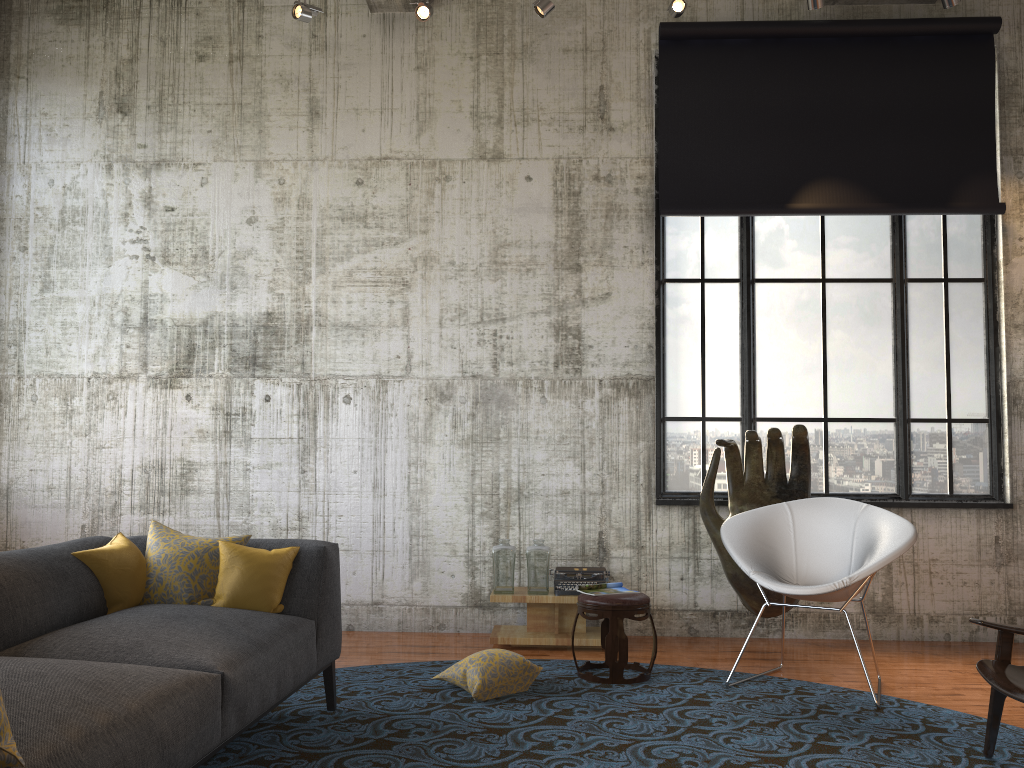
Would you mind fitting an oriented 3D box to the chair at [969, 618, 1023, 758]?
[{"bbox_3d":[2.384,1.119,3.312,1.043,0.791,0.877,1,-5,-7],"label":"chair"}]

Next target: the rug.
[{"bbox_3d":[0.148,1.477,3.110,4.852,0.009,4.852,5,-8,-41],"label":"rug"}]

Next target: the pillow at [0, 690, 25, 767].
[{"bbox_3d":[-1.323,0.637,1.940,0.537,0.445,0.261,0,-4,10],"label":"pillow"}]

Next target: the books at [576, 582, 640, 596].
[{"bbox_3d":[0.557,1.192,5.153,0.300,0.043,0.229,3,-6,-23],"label":"books"}]

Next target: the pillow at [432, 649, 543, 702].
[{"bbox_3d":[-0.103,1.545,4.744,0.504,0.247,0.482,4,-6,-31],"label":"pillow"}]

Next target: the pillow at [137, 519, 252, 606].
[{"bbox_3d":[-1.477,0.839,3.969,0.537,0.445,0.261,0,-4,10],"label":"pillow"}]

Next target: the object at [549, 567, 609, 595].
[{"bbox_3d":[0.463,1.339,6.019,0.423,0.152,0.383,0,-5,3],"label":"object"}]

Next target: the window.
[{"bbox_3d":[2.312,-0.808,6.575,2.579,3.428,0.051,0,-4,3],"label":"window"}]

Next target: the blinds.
[{"bbox_3d":[2.309,-1.945,6.477,2.443,1.461,0.151,0,-4,3],"label":"blinds"}]

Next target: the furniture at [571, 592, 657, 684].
[{"bbox_3d":[0.587,1.441,5.107,0.432,0.476,0.432,5,-6,-42],"label":"furniture"}]

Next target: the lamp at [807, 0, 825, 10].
[{"bbox_3d":[1.901,-2.441,5.550,0.102,0.250,0.165,-2,-5,28],"label":"lamp"}]

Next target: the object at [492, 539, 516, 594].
[{"bbox_3d":[-0.053,1.228,5.967,0.163,0.360,0.163,0,-4,1],"label":"object"}]

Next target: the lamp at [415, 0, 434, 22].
[{"bbox_3d":[-0.564,-2.439,5.729,0.102,0.228,0.199,0,-5,13],"label":"lamp"}]

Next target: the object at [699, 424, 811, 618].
[{"bbox_3d":[1.627,0.926,5.922,0.728,1.293,0.457,-1,-4,14],"label":"object"}]

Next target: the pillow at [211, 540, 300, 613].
[{"bbox_3d":[-1.150,0.855,3.922,0.435,0.318,0.169,3,-5,-23],"label":"pillow"}]

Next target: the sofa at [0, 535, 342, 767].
[{"bbox_3d":[-1.592,1.024,2.948,1.362,0.859,3.011,0,-6,4],"label":"sofa"}]

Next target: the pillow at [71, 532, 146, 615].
[{"bbox_3d":[-1.713,0.844,3.861,0.228,0.370,0.406,0,-5,12],"label":"pillow"}]

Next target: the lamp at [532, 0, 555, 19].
[{"bbox_3d":[0.207,-2.442,5.661,0.182,0.240,0.102,1,-4,-2],"label":"lamp"}]

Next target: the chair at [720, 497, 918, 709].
[{"bbox_3d":[1.674,1.154,4.928,1.058,1.028,0.807,-4,-6,42],"label":"chair"}]

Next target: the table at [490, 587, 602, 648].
[{"bbox_3d":[0.302,1.595,6.032,0.875,0.358,0.476,0,-5,3],"label":"table"}]

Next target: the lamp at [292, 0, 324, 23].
[{"bbox_3d":[-1.344,-2.446,5.751,0.102,0.210,0.261,-3,-6,38],"label":"lamp"}]

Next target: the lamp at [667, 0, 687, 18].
[{"bbox_3d":[1.050,-2.435,5.643,0.102,0.210,0.261,1,-5,-2],"label":"lamp"}]

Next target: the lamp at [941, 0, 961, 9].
[{"bbox_3d":[2.726,-2.437,5.515,0.165,0.250,0.102,5,-6,-42],"label":"lamp"}]

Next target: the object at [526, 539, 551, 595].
[{"bbox_3d":[0.179,1.229,5.956,0.163,0.360,0.163,0,-4,5],"label":"object"}]
